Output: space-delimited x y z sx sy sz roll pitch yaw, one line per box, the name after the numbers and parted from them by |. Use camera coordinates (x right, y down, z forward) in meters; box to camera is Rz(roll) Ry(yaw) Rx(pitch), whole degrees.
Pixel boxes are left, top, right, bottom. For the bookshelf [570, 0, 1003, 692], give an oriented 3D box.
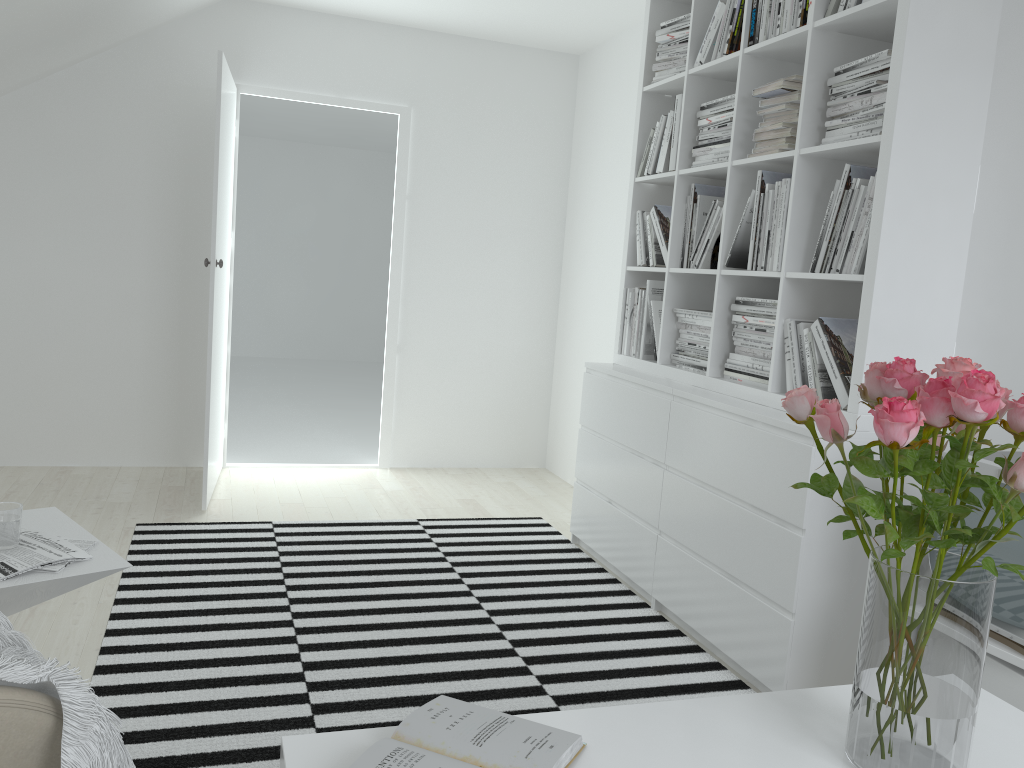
0.807 -0.360 3.174 0.440 2.416 1.595 2 7 -19 | bookshelf

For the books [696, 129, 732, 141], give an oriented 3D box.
0.835 -0.921 3.312 0.167 0.017 0.263 1 8 -24 | books

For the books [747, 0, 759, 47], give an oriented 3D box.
0.887 -1.259 3.035 0.140 0.231 0.042 2 7 -19 | books

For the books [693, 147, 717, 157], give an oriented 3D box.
0.834 -0.864 3.304 0.180 0.028 0.296 1 8 -24 | books

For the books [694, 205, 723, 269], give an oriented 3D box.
0.809 -0.544 3.351 0.167 0.236 0.146 2 7 -19 | books

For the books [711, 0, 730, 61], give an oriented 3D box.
0.829 -1.278 3.231 0.161 0.218 0.101 2 7 -19 | books

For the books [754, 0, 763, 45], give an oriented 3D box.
0.880 -1.223 3.001 0.107 0.167 0.017 2 7 -19 | books

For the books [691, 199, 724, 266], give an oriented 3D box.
0.800 -0.562 3.369 0.159 0.253 0.153 2 7 -19 | books

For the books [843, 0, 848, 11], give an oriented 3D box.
1.071 -1.190 2.584 0.152 0.232 0.104 2 7 -19 | books

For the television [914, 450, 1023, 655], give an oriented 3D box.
1.143 0.367 1.953 0.273 0.374 0.414 2 7 -19 | television

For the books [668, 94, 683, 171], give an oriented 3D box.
0.717 -0.979 3.496 0.176 0.290 0.053 2 7 -19 | books

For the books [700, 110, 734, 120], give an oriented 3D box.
0.840 -0.993 3.301 0.161 0.013 0.254 1 8 -24 | books

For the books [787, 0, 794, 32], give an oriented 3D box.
0.948 -1.203 2.838 0.128 0.178 0.021 2 7 -19 | books

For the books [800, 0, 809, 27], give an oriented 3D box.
0.976 -1.201 2.767 0.136 0.196 0.045 2 7 -19 | books

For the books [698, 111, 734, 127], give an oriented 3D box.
0.836 -0.975 3.292 0.174 0.021 0.273 2 7 -19 | books

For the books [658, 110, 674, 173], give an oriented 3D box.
0.699 -0.966 3.575 0.174 0.242 0.105 2 7 -19 | books

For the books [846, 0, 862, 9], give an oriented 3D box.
1.078 -1.187 2.552 0.172 0.235 0.112 2 7 -19 | books

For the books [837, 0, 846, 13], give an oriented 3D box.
1.065 -1.187 2.613 0.161 0.218 0.101 2 7 -19 | books

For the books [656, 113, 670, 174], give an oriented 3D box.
0.693 -0.970 3.614 0.172 0.239 0.093 2 7 -19 | books

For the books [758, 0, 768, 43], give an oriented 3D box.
0.887 -1.217 2.978 0.106 0.162 0.032 2 7 -19 | books

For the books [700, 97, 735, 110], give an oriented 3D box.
0.838 -1.029 3.278 0.159 0.012 0.285 2 7 -19 | books

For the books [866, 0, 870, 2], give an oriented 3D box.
1.109 -1.179 2.475 0.174 0.242 0.105 2 7 -19 | books

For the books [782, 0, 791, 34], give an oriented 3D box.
0.947 -1.209 2.864 0.134 0.184 0.030 2 7 -19 | books

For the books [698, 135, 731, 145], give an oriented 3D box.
0.850 -0.903 3.310 0.182 0.016 0.288 2 7 -19 | books

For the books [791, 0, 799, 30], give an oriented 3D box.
0.953 -1.201 2.817 0.128 0.179 0.022 2 7 -19 | books

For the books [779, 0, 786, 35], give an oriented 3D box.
0.937 -1.210 2.888 0.128 0.178 0.022 2 7 -19 | books

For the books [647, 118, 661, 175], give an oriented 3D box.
0.661 -0.977 3.683 0.152 0.232 0.104 2 7 -19 | books

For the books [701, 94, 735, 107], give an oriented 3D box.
0.838 -1.043 3.292 0.161 0.012 0.254 2 7 -19 | books

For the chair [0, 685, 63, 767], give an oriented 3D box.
-0.992 0.497 1.141 0.776 0.941 0.719 -2 10 -44 | chair

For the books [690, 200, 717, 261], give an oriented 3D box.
0.791 -0.575 3.372 0.161 0.226 0.138 2 7 -19 | books

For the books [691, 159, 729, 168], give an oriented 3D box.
0.819 -0.807 3.303 0.182 0.016 0.288 2 7 -19 | books

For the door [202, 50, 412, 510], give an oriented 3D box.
-1.266 -0.522 4.658 0.688 2.055 1.397 8 8 29 | door

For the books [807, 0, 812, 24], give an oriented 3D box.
0.986 -1.193 2.728 0.139 0.191 0.036 2 7 -19 | books

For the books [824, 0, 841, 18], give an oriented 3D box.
1.043 -1.176 2.659 0.161 0.210 0.127 2 7 -19 | books

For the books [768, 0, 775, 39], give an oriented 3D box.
0.906 -1.206 2.938 0.110 0.153 0.018 2 7 -19 | books

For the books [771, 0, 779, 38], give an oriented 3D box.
0.911 -1.203 2.920 0.110 0.153 0.019 2 7 -19 | books

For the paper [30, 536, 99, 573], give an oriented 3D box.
-1.066 0.347 1.856 0.312 0.015 0.205 4 7 -4 | paper

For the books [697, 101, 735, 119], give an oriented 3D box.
0.845 -1.009 3.287 0.176 0.025 0.331 2 7 -19 | books

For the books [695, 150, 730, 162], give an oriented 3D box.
0.830 -0.842 3.310 0.174 0.021 0.273 2 7 -19 | books

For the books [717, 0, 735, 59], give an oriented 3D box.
0.838 -1.276 3.198 0.161 0.222 0.084 2 7 -19 | books

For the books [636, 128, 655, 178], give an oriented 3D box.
0.633 -0.964 3.759 0.161 0.210 0.127 2 7 -19 | books

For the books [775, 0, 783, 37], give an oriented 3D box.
0.922 -1.210 2.904 0.109 0.171 0.018 2 7 -19 | books

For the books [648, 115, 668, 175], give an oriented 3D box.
0.669 -0.975 3.652 0.172 0.235 0.112 2 7 -19 | books

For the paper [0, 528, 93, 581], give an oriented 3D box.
-1.065 0.343 1.855 0.312 0.024 0.205 9 8 31 | paper

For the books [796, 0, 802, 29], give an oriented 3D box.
0.967 -1.207 2.798 0.127 0.200 0.020 2 7 -19 | books

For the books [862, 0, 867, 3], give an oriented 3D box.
1.102 -1.183 2.515 0.172 0.239 0.093 2 7 -19 | books

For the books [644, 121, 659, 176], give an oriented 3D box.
0.655 -0.974 3.713 0.161 0.218 0.101 2 7 -19 | books

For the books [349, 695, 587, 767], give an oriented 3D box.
-0.064 0.502 1.164 0.231 0.040 0.342 7 8 23 | books

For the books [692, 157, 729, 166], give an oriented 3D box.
0.833 -0.823 3.312 0.182 0.016 0.288 1 8 -24 | books

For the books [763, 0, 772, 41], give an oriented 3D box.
0.902 -1.215 2.955 0.120 0.167 0.020 2 7 -19 | books
